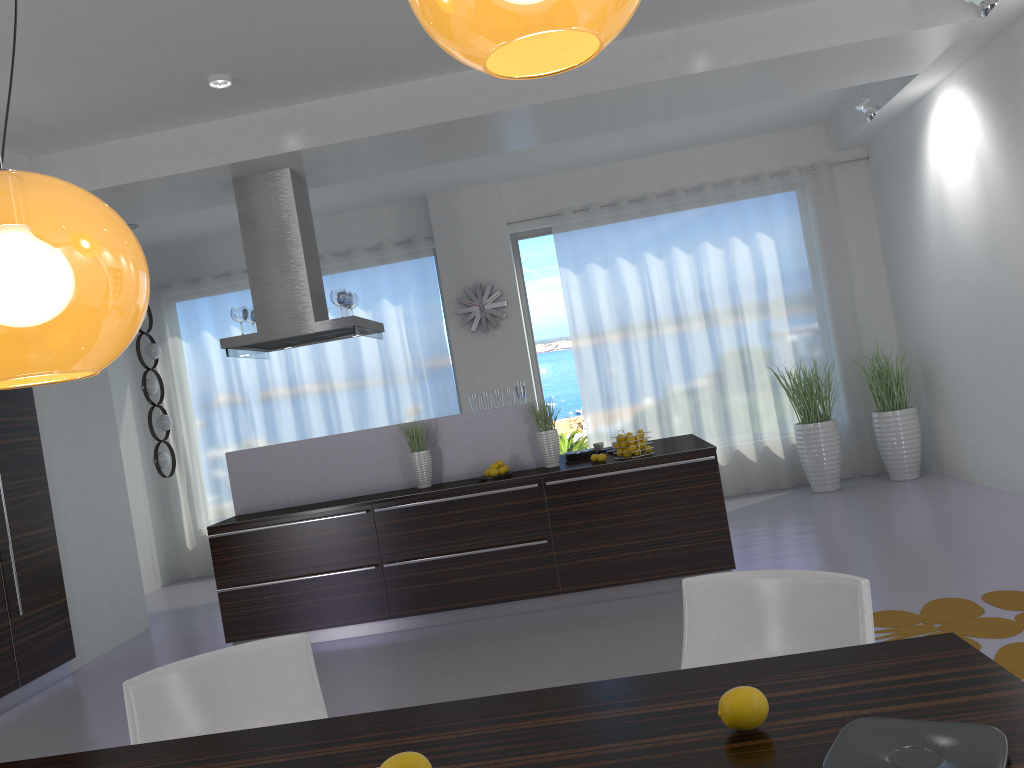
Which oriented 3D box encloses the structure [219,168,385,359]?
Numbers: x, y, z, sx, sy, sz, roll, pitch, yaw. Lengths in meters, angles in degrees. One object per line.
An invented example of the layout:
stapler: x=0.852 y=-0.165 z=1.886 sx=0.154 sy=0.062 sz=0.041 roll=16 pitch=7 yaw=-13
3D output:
structure: x=-1.629 y=-0.880 z=6.691 sx=0.981 sy=1.231 sz=0.915 roll=-9 pitch=0 yaw=5

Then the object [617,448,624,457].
object: x=0.705 y=0.441 z=5.722 sx=0.060 sy=0.057 sz=0.052 roll=-10 pitch=0 yaw=7

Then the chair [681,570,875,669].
chair: x=0.609 y=0.923 z=2.171 sx=0.508 sy=0.805 sz=0.620 roll=-10 pitch=-1 yaw=40

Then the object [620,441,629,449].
object: x=0.724 y=0.391 z=5.690 sx=0.062 sy=0.053 sz=0.052 roll=-9 pitch=0 yaw=-23

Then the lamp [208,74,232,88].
lamp: x=-1.723 y=-1.787 z=5.235 sx=0.132 sy=0.035 sz=0.132 roll=-9 pitch=0 yaw=-23

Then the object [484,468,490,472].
object: x=-0.155 y=0.586 z=5.888 sx=0.052 sy=0.054 sz=0.061 roll=-9 pitch=-1 yaw=-38

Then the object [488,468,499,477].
object: x=-0.120 y=0.579 z=5.783 sx=0.070 sy=0.058 sz=0.060 roll=-9 pitch=0 yaw=4

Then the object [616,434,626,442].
object: x=0.701 y=0.350 z=5.704 sx=0.053 sy=0.051 sz=0.063 roll=-9 pitch=-1 yaw=-38

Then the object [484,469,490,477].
object: x=-0.151 y=0.588 z=5.832 sx=0.063 sy=0.051 sz=0.053 roll=-10 pitch=0 yaw=9

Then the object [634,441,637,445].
object: x=0.794 y=0.394 z=5.683 sx=0.051 sy=0.053 sz=0.062 roll=-10 pitch=0 yaw=13

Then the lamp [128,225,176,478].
lamp: x=-3.397 y=-0.299 z=8.265 sx=0.180 sy=2.370 sz=0.367 roll=-9 pitch=0 yaw=-2

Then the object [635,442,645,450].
object: x=0.817 y=0.393 z=5.662 sx=0.061 sy=0.055 sz=0.051 roll=-9 pitch=0 yaw=-16

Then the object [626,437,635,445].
object: x=0.756 y=0.364 z=5.650 sx=0.061 sy=0.052 sz=0.053 roll=-10 pitch=0 yaw=18

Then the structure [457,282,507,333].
structure: x=-0.303 y=-0.765 z=8.899 sx=0.505 sy=0.505 sz=0.076 roll=-9 pitch=0 yaw=5

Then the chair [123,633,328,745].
chair: x=-0.668 y=1.137 z=2.290 sx=0.508 sy=0.805 sz=0.620 roll=-9 pitch=-1 yaw=-25

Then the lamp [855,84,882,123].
lamp: x=2.733 y=-2.274 z=6.860 sx=0.185 sy=0.511 sz=0.150 roll=-9 pitch=0 yaw=5

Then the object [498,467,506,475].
object: x=-0.068 y=0.571 z=5.821 sx=0.061 sy=0.054 sz=0.052 roll=-9 pitch=0 yaw=-18

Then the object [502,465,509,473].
object: x=-0.049 y=0.564 z=5.875 sx=0.063 sy=0.053 sz=0.051 roll=-9 pitch=-1 yaw=-45

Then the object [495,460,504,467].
object: x=-0.082 y=0.528 z=5.868 sx=0.053 sy=0.048 sz=0.063 roll=-9 pitch=-1 yaw=-29

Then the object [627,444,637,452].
object: x=0.760 y=0.410 z=5.624 sx=0.061 sy=0.054 sz=0.052 roll=-9 pitch=0 yaw=-18

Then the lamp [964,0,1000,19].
lamp: x=2.564 y=-2.262 z=4.868 sx=0.185 sy=0.511 sz=0.150 roll=-9 pitch=0 yaw=5

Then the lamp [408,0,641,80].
lamp: x=-0.091 y=-1.274 z=1.260 sx=0.358 sy=1.645 sz=0.359 roll=-10 pitch=0 yaw=16

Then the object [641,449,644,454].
object: x=0.825 y=0.430 z=5.725 sx=0.061 sy=0.055 sz=0.050 roll=-9 pitch=-1 yaw=-40

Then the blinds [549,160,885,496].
blinds: x=2.020 y=-0.434 z=8.819 sx=2.830 sy=3.112 sz=0.120 roll=-9 pitch=0 yaw=5

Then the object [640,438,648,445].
object: x=0.847 y=0.374 z=5.711 sx=0.061 sy=0.054 sz=0.053 roll=-9 pitch=-1 yaw=-39

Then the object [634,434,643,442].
object: x=0.809 y=0.343 z=5.668 sx=0.051 sy=0.053 sz=0.063 roll=-10 pitch=0 yaw=18

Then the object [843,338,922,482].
object: x=3.452 y=0.231 z=8.192 sx=0.656 sy=1.334 sz=0.713 roll=-9 pitch=0 yaw=-11

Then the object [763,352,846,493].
object: x=2.800 y=0.339 z=8.216 sx=0.713 sy=1.334 sz=0.656 roll=-9 pitch=0 yaw=5

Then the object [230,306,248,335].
object: x=-1.965 y=-0.446 z=6.426 sx=0.125 sy=0.221 sz=0.125 roll=-10 pitch=-1 yaw=30

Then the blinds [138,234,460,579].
blinds: x=-2.173 y=0.267 z=9.179 sx=3.245 sy=3.112 sz=0.120 roll=-9 pitch=0 yaw=5

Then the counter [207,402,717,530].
counter: x=-0.271 y=0.852 z=6.241 sx=3.291 sy=1.300 sz=1.302 roll=-9 pitch=0 yaw=5

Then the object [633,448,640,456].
object: x=0.796 y=0.433 z=5.649 sx=0.051 sy=0.053 sz=0.063 roll=-10 pitch=0 yaw=13

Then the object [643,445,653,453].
object: x=0.872 y=0.420 z=5.691 sx=0.053 sy=0.052 sz=0.062 roll=-10 pitch=-1 yaw=44

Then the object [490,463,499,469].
object: x=-0.116 y=0.544 z=5.829 sx=0.061 sy=0.047 sz=0.053 roll=-10 pitch=0 yaw=8

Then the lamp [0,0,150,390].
lamp: x=-0.869 y=-0.977 z=1.325 sx=0.359 sy=1.974 sz=0.358 roll=-10 pitch=0 yaw=10

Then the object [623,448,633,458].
object: x=0.745 y=0.440 z=5.676 sx=0.064 sy=0.063 sz=0.074 roll=-10 pitch=-1 yaw=25
